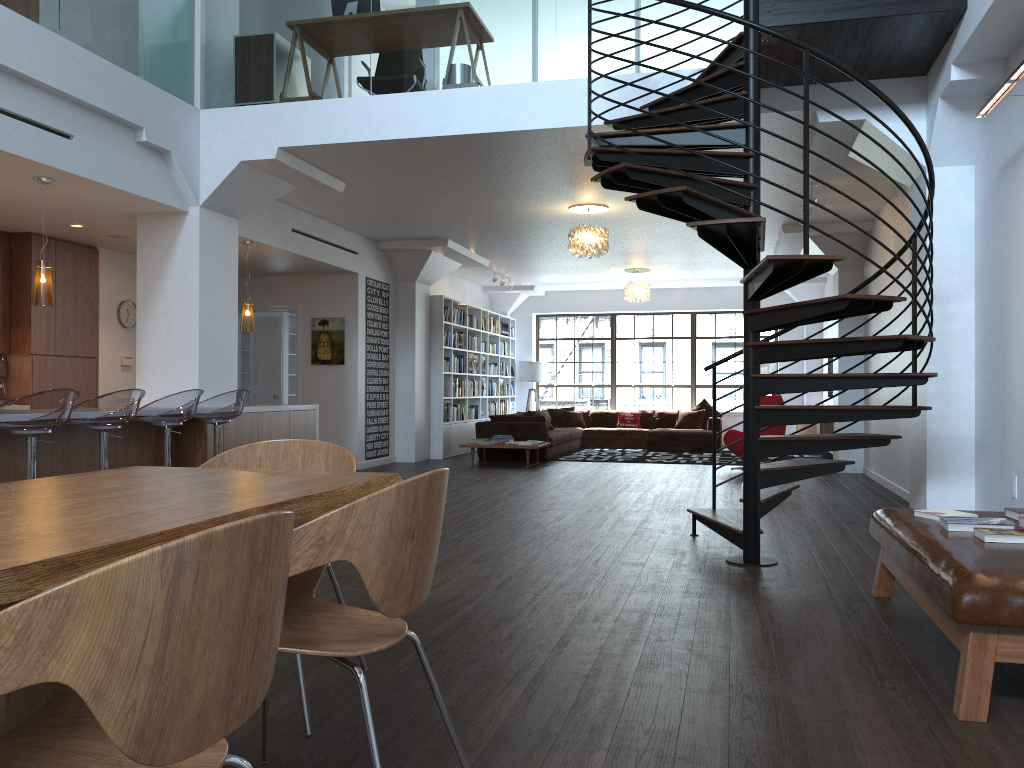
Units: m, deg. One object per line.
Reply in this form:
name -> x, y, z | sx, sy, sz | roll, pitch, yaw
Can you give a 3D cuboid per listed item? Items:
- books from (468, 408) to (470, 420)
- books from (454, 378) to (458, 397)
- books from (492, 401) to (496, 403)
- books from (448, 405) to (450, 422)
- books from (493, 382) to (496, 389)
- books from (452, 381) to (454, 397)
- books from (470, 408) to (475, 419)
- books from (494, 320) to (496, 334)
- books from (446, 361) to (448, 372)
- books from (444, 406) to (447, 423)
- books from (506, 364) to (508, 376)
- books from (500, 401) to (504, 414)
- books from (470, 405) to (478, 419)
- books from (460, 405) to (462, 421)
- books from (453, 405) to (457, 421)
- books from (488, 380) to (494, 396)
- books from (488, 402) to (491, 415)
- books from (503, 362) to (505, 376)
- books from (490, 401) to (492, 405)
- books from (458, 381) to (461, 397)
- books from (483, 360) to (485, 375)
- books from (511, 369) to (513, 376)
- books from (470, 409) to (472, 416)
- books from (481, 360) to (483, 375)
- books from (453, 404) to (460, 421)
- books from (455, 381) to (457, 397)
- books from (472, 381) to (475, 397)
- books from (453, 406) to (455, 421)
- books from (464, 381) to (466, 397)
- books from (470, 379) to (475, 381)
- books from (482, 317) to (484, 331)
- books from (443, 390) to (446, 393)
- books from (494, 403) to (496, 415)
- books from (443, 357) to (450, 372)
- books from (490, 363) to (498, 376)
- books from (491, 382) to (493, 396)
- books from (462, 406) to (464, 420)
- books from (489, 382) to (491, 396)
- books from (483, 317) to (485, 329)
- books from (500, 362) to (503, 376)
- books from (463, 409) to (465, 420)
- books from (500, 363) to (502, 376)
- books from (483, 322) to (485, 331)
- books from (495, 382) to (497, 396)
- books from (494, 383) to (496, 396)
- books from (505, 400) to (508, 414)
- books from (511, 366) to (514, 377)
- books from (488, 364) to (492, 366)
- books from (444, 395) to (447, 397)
books -> -0.763, 0.492, 14.511 | 0.134, 0.184, 0.030 | 0, 0, 14
books -> -0.930, 0.055, 13.853 | 0.176, 0.290, 0.053 | 0, 0, 14
books -> -0.373, 0.452, 16.069 | 0.176, 0.290, 0.036 | 0, 0, 13
books -> -1.030, 0.449, 13.445 | 0.180, 0.251, 0.048 | 0, 0, 14
books -> -0.378, 0.094, 16.045 | 0.170, 0.251, 0.118 | 0, 0, 14
books -> -0.992, 0.074, 13.590 | 0.189, 0.247, 0.057 | 0, 0, 14
books -> -0.693, 0.491, 14.760 | 0.139, 0.191, 0.036 | 0, 0, 14
books -> -0.384, -1.030, 16.026 | 0.183, 0.253, 0.034 | 0, 0, 14
books -> -1.022, -0.258, 13.364 | 0.120, 0.167, 0.020 | 0, 0, 14
books -> -1.068, 0.454, 13.254 | 0.174, 0.240, 0.054 | 0, 0, 14
books -> -0.181, -0.264, 16.843 | 0.174, 0.236, 0.142 | 0, 0, 13
books -> -0.252, 0.459, 16.617 | 0.198, 0.284, 0.066 | 0, 0, 14
books -> -0.643, 0.472, 14.981 | 0.140, 0.231, 0.042 | 0, 0, 14
books -> -0.882, 0.454, 14.025 | 0.183, 0.253, 0.042 | 0, 0, 14
books -> -0.944, 0.450, 13.794 | 0.183, 0.253, 0.042 | 0, 0, 14
books -> -0.433, 0.073, 15.849 | 0.197, 0.290, 0.136 | 0, 0, 14
books -> -0.471, 0.452, 15.699 | 0.198, 0.284, 0.066 | 0, 0, 13
books -> -0.229, -0.278, 16.673 | 0.180, 0.259, 0.042 | 0, 0, 14
books -> -0.437, 0.450, 15.804 | 0.176, 0.290, 0.053 | 0, 0, 13
books -> -0.894, 0.078, 13.974 | 0.171, 0.246, 0.057 | 0, 0, 14
books -> -0.565, -0.284, 15.315 | 0.183, 0.253, 0.039 | 0, 0, 14
books -> -0.090, -0.248, 17.215 | 0.167, 0.210, 0.162 | 0, 0, 14
books -> -0.726, 0.502, 14.606 | 0.120, 0.167, 0.020 | 0, 0, 14
books -> -0.580, -0.286, 15.210 | 0.174, 0.251, 0.051 | 0, 0, 14
books -> -0.909, 0.450, 13.942 | 0.180, 0.259, 0.042 | 0, 0, 14
books -> -0.947, 0.077, 13.772 | 0.171, 0.246, 0.057 | 0, 0, 14
books -> -0.703, 0.081, 14.704 | 0.183, 0.253, 0.034 | 0, 0, 13
books -> -0.972, 0.462, 13.685 | 0.176, 0.231, 0.053 | 0, 0, 14
books -> -0.831, 0.076, 14.218 | 0.183, 0.253, 0.034 | 0, 0, 14
books -> -0.704, 0.063, 14.740 | 0.176, 0.290, 0.036 | 0, 0, 13
books -> -0.583, -1.027, 15.226 | 0.174, 0.236, 0.136 | 0, 0, 13
books -> -1.098, 0.111, 13.278 | 0.174, 0.032, 0.254 | 0, 0, 9
books -> -0.373, 0.471, 16.033 | 0.183, 0.253, 0.034 | 0, 0, 13
books -> -1.012, -0.291, 13.450 | 0.140, 0.231, 0.042 | 0, 0, 14
books -> -0.333, -0.268, 16.176 | 0.140, 0.231, 0.042 | 0, 0, 14
books -> -0.442, 0.091, 15.744 | 0.182, 0.253, 0.098 | 0, 0, 14
books -> -0.862, 0.464, 14.112 | 0.174, 0.236, 0.142 | 0, 0, 13
books -> -0.467, 0.094, 15.660 | 0.174, 0.243, 0.085 | 0, 0, 14
books -> -0.553, -1.033, 15.358 | 0.160, 0.251, 0.031 | 0, 0, 14
books -> -0.264, -0.276, 16.524 | 0.183, 0.253, 0.042 | 0, 0, 14
books -> -0.840, 0.479, 14.166 | 0.161, 0.207, 0.135 | 0, 0, 13
books -> -0.281, -0.270, 16.412 | 0.174, 0.240, 0.054 | 0, 0, 14
books -> -0.562, -1.012, 15.277 | 0.161, 0.207, 0.130 | 0, 0, 13
books -> -0.369, 0.096, 16.087 | 0.159, 0.248, 0.089 | 0, 0, 14
books -> -0.387, 0.097, 15.992 | 0.174, 0.242, 0.105 | 0, 0, 14
books -> -0.163, 0.459, 16.936 | 0.176, 0.290, 0.053 | 0, 0, 14
books -> -0.059, -0.250, 17.301 | 0.182, 0.215, 0.188 | 0, 0, 14
books -> -0.424, -0.258, 15.818 | 0.140, 0.206, 0.042 | 0, 0, 14
books -> -1.095, 0.179, 13.281 | 0.197, 0.035, 0.284 | 0, 0, 4
